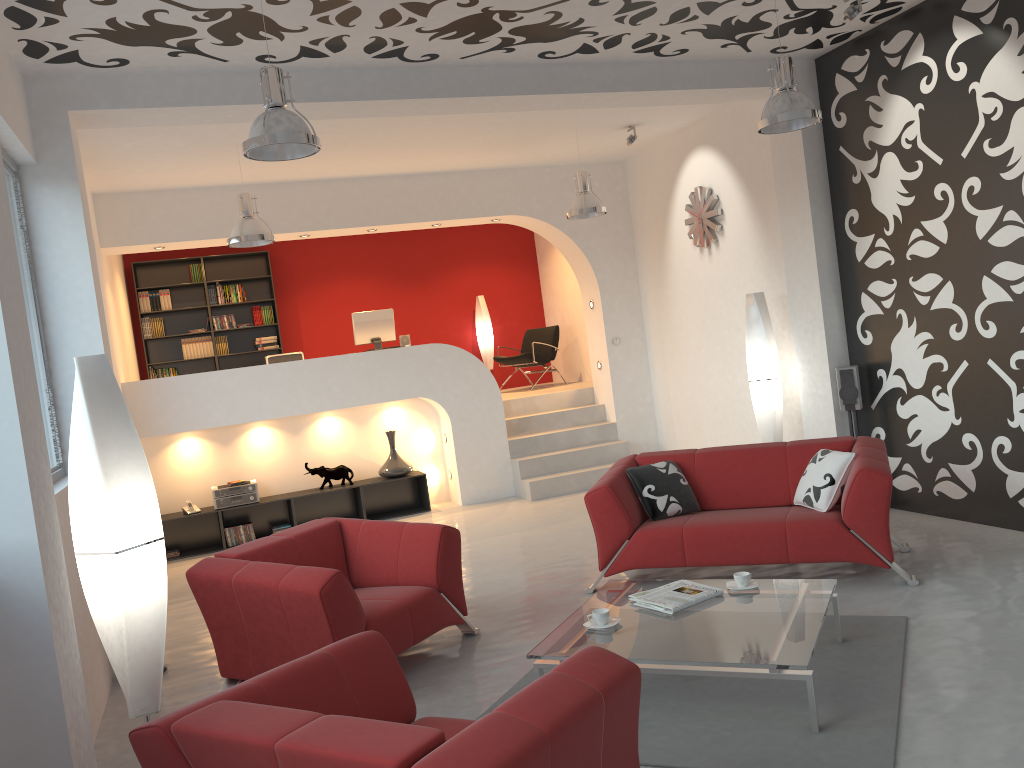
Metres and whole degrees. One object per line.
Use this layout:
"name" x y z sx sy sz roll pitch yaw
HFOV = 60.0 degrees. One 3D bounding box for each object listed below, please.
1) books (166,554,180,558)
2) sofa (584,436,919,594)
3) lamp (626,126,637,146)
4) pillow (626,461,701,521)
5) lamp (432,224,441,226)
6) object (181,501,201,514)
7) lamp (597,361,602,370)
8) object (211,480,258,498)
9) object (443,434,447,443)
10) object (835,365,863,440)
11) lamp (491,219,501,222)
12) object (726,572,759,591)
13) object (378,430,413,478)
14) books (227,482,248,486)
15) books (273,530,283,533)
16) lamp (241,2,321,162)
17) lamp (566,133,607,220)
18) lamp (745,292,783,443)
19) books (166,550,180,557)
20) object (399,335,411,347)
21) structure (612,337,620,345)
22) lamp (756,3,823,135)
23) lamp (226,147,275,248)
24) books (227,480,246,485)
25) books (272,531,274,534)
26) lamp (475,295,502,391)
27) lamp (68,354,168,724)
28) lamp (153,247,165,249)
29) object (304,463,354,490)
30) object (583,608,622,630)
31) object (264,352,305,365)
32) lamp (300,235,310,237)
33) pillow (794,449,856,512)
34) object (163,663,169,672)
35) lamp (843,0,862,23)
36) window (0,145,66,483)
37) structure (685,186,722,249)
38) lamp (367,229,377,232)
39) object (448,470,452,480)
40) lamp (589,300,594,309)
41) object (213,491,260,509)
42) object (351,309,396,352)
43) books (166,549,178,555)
"books" -3.328 1.668 8.614 0.190 0.015 0.135 -8 3 -19
"sofa" 1.457 0.816 5.631 1.929 0.738 0.951 -7 3 21
"lamp" 1.123 -2.332 8.337 0.112 0.176 0.118 -6 3 23
"pillow" 0.989 0.692 5.801 0.402 0.343 0.288 -9 3 -26
"lamp" -0.812 -1.707 9.534 0.105 0.011 0.105 -9 3 -30
"object" -3.123 1.191 8.624 0.130 0.117 0.146 -10 3 -44
"lamp" 1.000 -0.213 10.162 0.011 0.105 0.105 -8 3 -19
"object" -2.765 1.044 8.840 0.430 0.077 0.349 -8 3 -19
"object" -0.726 0.593 9.629 0.011 0.105 0.105 -8 3 -19
"object" 2.634 0.420 6.808 0.214 1.112 0.229 -6 3 26
"lamp" -0.176 -1.801 9.756 0.105 0.011 0.105 -9 3 -30
"object" 1.122 0.960 4.324 0.153 0.069 0.153 -7 3 7
"object" -1.250 0.737 9.364 0.369 0.481 0.369 -6 3 36
"books" -2.730 0.994 8.818 0.135 0.015 0.190 -10 3 -39
"books" -2.320 1.474 8.966 0.190 0.015 0.135 -8 3 -19
"lamp" -1.187 -1.541 4.366 0.379 0.800 0.379 -7 3 10
"lamp" 0.640 -1.951 8.180 0.379 0.800 0.379 -5 3 42
"lamp" 2.150 0.118 7.468 0.313 1.779 0.313 -8 3 -11
"books" -3.325 1.652 8.615 0.190 0.015 0.135 -8 3 -19
"object" -1.196 -0.470 9.880 0.133 0.147 0.151 -9 3 -36
"structure" 1.170 -0.478 9.949 0.080 0.080 0.016 -8 3 -19
"lamp" 1.627 -1.956 5.347 0.379 0.800 0.379 -9 3 -26
"lamp" -2.174 -1.536 7.199 0.379 0.800 0.379 -5 3 42
"books" -2.738 0.979 8.825 0.135 0.015 0.190 -9 3 -34
"books" -2.324 1.489 8.964 0.190 0.015 0.135 -8 3 -14
"lamp" -0.361 -0.560 12.388 0.237 1.349 0.237 -8 3 -11
"lamp" -1.466 0.776 3.375 0.313 1.779 0.313 -9 3 -27
"lamp" -3.431 -1.322 8.621 0.105 0.011 0.105 -8 3 -15
"object" -1.895 0.925 9.164 0.507 0.296 0.191 -8 3 -3
"object" 0.409 1.067 4.036 0.153 0.069 0.153 -6 3 37
"object" -2.436 -0.215 9.480 0.397 0.217 0.458 -8 3 -19
"lamp" -2.122 -1.515 9.077 0.105 0.011 0.105 -9 3 -30
"pillow" 1.913 0.586 5.439 0.288 0.343 0.402 -8 3 -12
"object" -2.204 1.133 5.113 0.229 1.112 0.214 -6 3 36
"lamp" 2.110 -2.337 5.504 0.112 0.176 0.118 -6 3 23
"window" -2.360 -0.354 3.962 0.100 1.800 2.400 -8 3 -19
"structure" 1.836 -1.613 8.585 0.090 0.596 0.596 -8 3 -19
"lamp" -1.467 -1.611 9.306 0.105 0.011 0.105 -9 3 -30
"object" -0.674 0.989 9.647 0.011 0.105 0.105 -8 3 -19
"lamp" 0.909 -0.906 10.132 0.011 0.105 0.105 -8 3 -19
"object" -2.750 1.141 8.837 0.430 0.100 0.365 -8 3 -19
"object" -1.508 -0.576 9.719 0.458 0.452 0.230 -8 3 -19
"books" -3.342 1.639 8.609 0.190 0.015 0.135 -8 3 -19
